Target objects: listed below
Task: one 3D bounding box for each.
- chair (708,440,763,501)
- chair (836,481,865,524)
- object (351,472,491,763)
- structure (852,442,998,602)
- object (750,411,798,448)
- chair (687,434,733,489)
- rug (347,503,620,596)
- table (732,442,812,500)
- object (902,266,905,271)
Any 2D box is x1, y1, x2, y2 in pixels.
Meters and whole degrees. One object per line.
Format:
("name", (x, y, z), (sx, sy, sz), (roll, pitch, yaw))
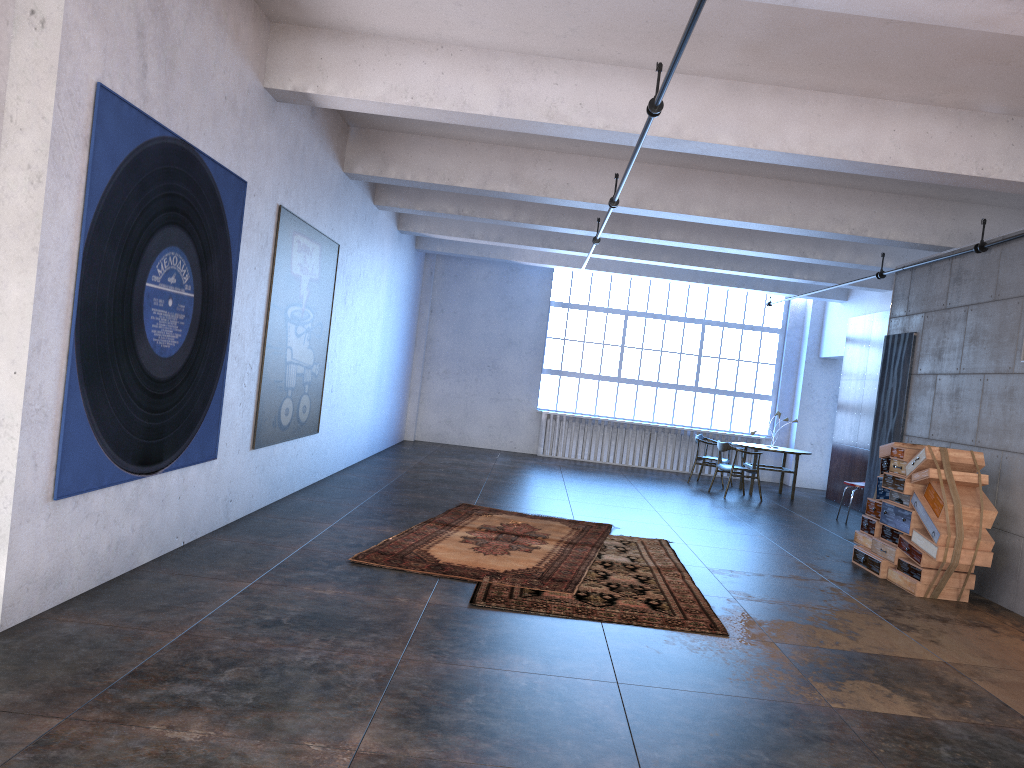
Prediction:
("chair", (3.538, 1.357, 13.892), (0.680, 0.864, 0.720), (6, 1, -13))
("chair", (4.949, 1.478, 12.316), (0.656, 0.988, 0.427), (7, 1, 0))
("object", (3.898, 2.078, 3.694), (19.748, 0.001, 27.189), (7, 1, 1))
("structure", (3.807, 1.209, 8.326), (0.638, 1.315, 1.912), (7, 1, 1))
("object", (4.393, 0.751, 14.829), (0.773, 0.624, 0.240), (7, 1, 2))
("chair", (3.468, 1.333, 15.295), (0.661, 0.864, 0.740), (7, 1, 27))
("rug", (-0.040, 1.387, 8.003), (1.863, 0.048, 3.547), (7, 1, 10))
("table", (4.302, 1.488, 14.863), (1.280, 0.851, 1.339), (8, 1, 44))
("object", (5.165, 0.956, 0.651), (0.063, 0.052, 0.052), (6, 1, -42))
